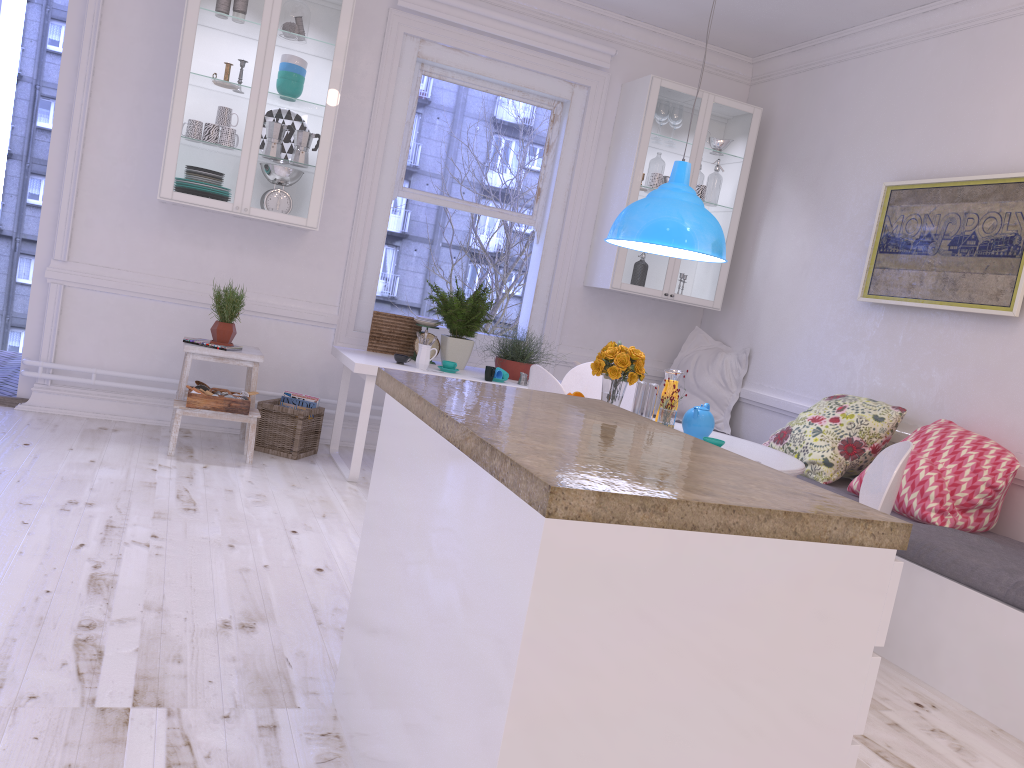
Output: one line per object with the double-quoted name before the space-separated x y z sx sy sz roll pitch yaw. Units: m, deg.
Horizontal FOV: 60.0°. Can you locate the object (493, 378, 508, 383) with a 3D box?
"object" -0.083 -0.026 4.769 0.121 0.021 0.121 13 6 19

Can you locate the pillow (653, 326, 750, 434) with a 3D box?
"pillow" 1.249 -0.048 5.826 0.677 0.642 0.374 15 7 39

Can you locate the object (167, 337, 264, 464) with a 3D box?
"object" -1.563 0.074 4.691 0.418 0.534 0.599 8 6 -21

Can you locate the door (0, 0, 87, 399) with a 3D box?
"door" -3.043 -1.234 5.045 1.009 2.474 1.021 8 6 -21

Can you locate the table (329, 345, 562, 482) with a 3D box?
"table" -0.260 0.243 5.024 1.514 0.619 0.736 8 6 -21

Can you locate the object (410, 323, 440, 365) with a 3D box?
"object" -0.500 -0.233 5.111 0.159 0.208 0.185 8 6 -21

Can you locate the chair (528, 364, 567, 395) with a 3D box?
"chair" 0.241 0.373 3.529 0.483 0.845 0.604 8 6 -21

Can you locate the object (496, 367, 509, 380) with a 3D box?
"object" -0.061 -0.056 4.782 0.069 0.059 0.082 5 8 -43

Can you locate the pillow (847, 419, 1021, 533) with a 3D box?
"pillow" 1.849 0.377 3.835 0.491 0.424 0.587 9 6 -19

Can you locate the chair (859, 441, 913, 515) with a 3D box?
"chair" 1.086 0.566 3.188 0.483 0.845 0.604 12 6 13

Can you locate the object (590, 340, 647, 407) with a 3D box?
"object" 0.463 -0.015 3.907 0.235 0.351 0.234 14 7 33

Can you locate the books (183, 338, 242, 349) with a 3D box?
"books" -1.573 -0.214 4.673 0.246 0.007 0.180 11 6 8

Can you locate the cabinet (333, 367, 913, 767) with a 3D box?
"cabinet" 0.077 0.504 1.912 0.654 0.842 1.167 8 6 -21

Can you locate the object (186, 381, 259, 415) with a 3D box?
"object" -1.470 0.069 4.501 0.358 0.110 0.211 9 6 -19

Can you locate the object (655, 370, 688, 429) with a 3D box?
"object" 0.682 0.073 3.758 0.128 0.287 0.128 9 6 -20

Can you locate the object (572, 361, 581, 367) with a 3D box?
"object" 0.413 -0.051 5.285 0.127 0.152 0.115 6 7 -39

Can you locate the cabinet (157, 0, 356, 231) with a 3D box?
"cabinet" -1.373 -1.558 4.776 0.823 1.311 0.425 8 6 -21

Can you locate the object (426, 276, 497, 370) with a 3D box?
"object" -0.298 -0.353 5.041 0.438 0.527 0.368 8 6 -21

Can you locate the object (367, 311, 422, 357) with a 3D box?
"object" -0.678 -0.285 5.152 0.294 0.237 0.028 8 6 -21

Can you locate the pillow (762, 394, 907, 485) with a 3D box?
"pillow" 1.618 0.265 4.470 0.509 0.447 0.592 9 6 -16

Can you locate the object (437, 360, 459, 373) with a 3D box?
"object" -0.341 -0.093 4.780 0.121 0.055 0.121 13 6 19

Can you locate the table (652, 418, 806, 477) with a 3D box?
"table" 0.601 0.523 3.791 1.140 0.629 1.140 11 6 7

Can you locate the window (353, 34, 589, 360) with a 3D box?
"window" -0.272 -1.125 5.621 1.234 1.782 0.181 8 6 -21

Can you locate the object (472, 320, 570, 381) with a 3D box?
"object" 0.046 -0.192 5.091 0.668 0.367 0.531 11 6 3

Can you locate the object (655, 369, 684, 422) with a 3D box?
"object" 0.704 0.066 3.973 0.094 0.267 0.116 11 6 5

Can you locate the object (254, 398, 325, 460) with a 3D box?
"object" -1.244 0.246 4.934 0.276 0.270 0.276 12 6 12

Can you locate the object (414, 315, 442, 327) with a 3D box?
"object" -0.485 -0.359 5.107 0.164 0.047 0.163 14 6 28

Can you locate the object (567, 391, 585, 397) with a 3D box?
"object" 0.233 0.068 3.809 0.129 0.075 0.285 12 6 15

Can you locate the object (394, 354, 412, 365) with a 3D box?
"object" -0.590 -0.130 4.716 0.082 0.048 0.079 14 6 28

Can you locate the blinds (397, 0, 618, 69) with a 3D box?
"blinds" -0.021 -2.143 5.339 1.451 0.131 0.136 8 6 -21

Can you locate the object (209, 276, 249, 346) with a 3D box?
"object" -1.487 -0.389 4.664 0.196 0.367 0.186 13 6 23

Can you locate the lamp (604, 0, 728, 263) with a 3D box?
"lamp" 0.877 -1.556 3.951 0.568 1.948 0.568 12 6 13

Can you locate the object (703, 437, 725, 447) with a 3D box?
"object" 0.793 0.240 3.501 0.088 0.043 0.088 9 6 -14

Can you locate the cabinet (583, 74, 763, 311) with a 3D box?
"cabinet" 1.041 -1.200 5.729 0.823 1.311 0.425 8 6 -21

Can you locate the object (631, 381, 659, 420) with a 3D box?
"object" 0.590 0.087 3.962 0.101 0.186 0.122 11 6 9

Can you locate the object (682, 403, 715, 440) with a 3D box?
"object" 0.814 0.158 3.850 0.156 0.151 0.150 9 6 -18

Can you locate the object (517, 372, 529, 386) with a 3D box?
"object" 0.067 -0.027 4.825 0.066 0.067 0.052 9 6 -21

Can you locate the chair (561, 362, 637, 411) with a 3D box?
"chair" 0.334 0.302 4.406 0.604 0.845 0.483 13 6 24

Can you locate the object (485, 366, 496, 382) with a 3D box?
"object" -0.119 -0.053 4.683 0.055 0.077 0.070 11 6 4

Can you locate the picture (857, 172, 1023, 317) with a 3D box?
"picture" 2.067 -0.673 4.240 0.020 0.629 0.971 8 6 -21

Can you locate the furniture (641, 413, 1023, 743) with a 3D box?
"furniture" 1.410 0.674 4.428 0.769 0.508 3.296 8 6 -21

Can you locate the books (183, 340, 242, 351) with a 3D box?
"books" -1.575 -0.205 4.673 0.246 0.011 0.180 11 6 8

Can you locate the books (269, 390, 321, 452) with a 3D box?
"books" -1.235 0.212 4.944 0.221 0.306 0.205 12 6 12

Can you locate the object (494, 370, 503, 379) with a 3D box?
"object" -0.091 -0.053 4.758 0.080 0.058 0.069 16 7 41
